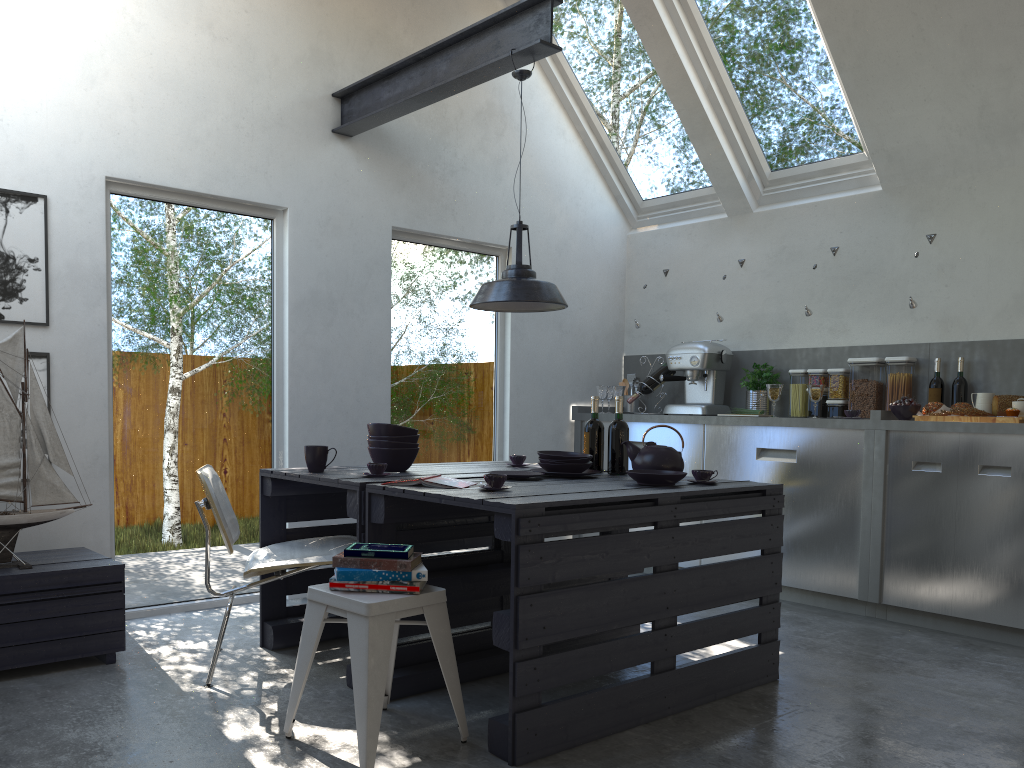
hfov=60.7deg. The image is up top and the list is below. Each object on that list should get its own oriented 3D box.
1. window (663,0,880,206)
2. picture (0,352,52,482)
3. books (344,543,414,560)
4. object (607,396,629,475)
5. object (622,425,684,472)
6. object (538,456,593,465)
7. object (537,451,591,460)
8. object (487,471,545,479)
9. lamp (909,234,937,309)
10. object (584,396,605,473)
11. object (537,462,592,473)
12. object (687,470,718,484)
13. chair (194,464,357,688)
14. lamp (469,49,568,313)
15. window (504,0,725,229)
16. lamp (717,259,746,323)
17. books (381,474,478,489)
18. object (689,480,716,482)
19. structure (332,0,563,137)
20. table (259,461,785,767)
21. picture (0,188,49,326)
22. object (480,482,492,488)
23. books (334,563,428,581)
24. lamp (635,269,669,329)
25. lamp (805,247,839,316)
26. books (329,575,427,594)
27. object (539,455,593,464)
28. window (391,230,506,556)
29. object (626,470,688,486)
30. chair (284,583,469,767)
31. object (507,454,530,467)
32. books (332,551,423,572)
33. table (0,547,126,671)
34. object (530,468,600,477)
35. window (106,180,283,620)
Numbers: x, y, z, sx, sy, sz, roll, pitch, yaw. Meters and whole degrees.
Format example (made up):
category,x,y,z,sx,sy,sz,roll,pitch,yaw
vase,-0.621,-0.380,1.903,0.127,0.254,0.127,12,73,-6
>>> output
category,x,y,z,sx,sy,sz,roll,pitch,yaw
window,1.425,-1.849,4.902,1.390,1.395,0.880,0,2,-41
picture,-2.279,0.144,3.852,0.444,0.586,0.027,0,4,-40
books,-0.424,0.536,2.804,0.208,0.025,0.141,1,-1,6
object,0.470,0.226,3.856,0.090,0.346,0.092,1,3,-8
object,0.601,0.284,3.609,0.205,0.233,0.224,0,1,-39
object,0.225,0.343,3.712,0.216,0.063,0.241,2,-2,-37
object,0.220,0.318,3.717,0.215,0.058,0.242,2,-2,-41
object,0.017,0.371,3.562,0.221,0.019,0.248,2,-2,-37
lamp,2.204,-0.611,4.694,0.062,0.437,0.319,4,3,38
object,0.372,0.227,3.952,0.091,0.346,0.091,1,3,-3
object,0.223,0.358,3.715,0.230,0.047,0.228,1,-1,-1
object,0.752,0.366,3.458,0.123,0.056,0.109,1,-1,41
chair,-0.908,0.752,3.593,0.758,0.822,0.706,1,1,-11
lamp,0.036,-0.884,3.796,0.404,1.101,0.456,-1,4,-41
window,0.731,-1.833,5.687,1.397,1.402,0.880,0,2,-41
lamp,1.400,-0.601,5.590,0.062,0.437,0.319,4,3,38
books,-0.300,0.354,3.218,0.316,0.030,0.214,1,-2,17
object,0.747,0.382,3.419,0.125,0.013,0.029,2,-1,-28
structure,-0.727,-1.495,4.621,0.128,0.209,2.673,-1,0,-42
table,-0.015,0.782,3.690,1.416,0.800,1.697,1,-1,-41
picture,-2.269,-0.561,3.810,0.444,0.586,0.027,0,4,-40
object,-0.098,0.357,3.061,0.027,0.013,0.135,1,-2,-18
books,-0.425,0.597,2.806,0.280,0.034,0.201,1,-1,-9
lamp,0.965,-0.595,6.069,0.312,0.439,0.063,0,4,-40
lamp,1.806,-0.605,5.132,0.312,0.439,0.063,0,4,-40
books,-0.425,0.631,2.808,0.289,0.035,0.194,1,-1,6
object,0.226,0.330,3.715,0.215,0.063,0.242,2,-2,-37
window,-0.429,0.164,5.542,0.926,2.137,0.062,-1,4,-40
object,0.554,0.361,3.361,0.230,0.047,0.228,1,-1,-1
chair,-0.435,0.904,2.809,0.445,0.506,0.411,2,2,44
object,0.029,0.375,4.274,0.123,0.056,0.109,1,-1,36
books,-0.429,0.564,2.808,0.261,0.032,0.170,1,-1,11
table,-2.107,0.934,3.534,0.871,0.417,0.555,2,0,-41
object,0.225,0.379,3.717,0.291,0.024,0.300,1,-2,-10
window,-1.628,0.115,4.520,0.926,2.137,0.062,-1,4,-40
